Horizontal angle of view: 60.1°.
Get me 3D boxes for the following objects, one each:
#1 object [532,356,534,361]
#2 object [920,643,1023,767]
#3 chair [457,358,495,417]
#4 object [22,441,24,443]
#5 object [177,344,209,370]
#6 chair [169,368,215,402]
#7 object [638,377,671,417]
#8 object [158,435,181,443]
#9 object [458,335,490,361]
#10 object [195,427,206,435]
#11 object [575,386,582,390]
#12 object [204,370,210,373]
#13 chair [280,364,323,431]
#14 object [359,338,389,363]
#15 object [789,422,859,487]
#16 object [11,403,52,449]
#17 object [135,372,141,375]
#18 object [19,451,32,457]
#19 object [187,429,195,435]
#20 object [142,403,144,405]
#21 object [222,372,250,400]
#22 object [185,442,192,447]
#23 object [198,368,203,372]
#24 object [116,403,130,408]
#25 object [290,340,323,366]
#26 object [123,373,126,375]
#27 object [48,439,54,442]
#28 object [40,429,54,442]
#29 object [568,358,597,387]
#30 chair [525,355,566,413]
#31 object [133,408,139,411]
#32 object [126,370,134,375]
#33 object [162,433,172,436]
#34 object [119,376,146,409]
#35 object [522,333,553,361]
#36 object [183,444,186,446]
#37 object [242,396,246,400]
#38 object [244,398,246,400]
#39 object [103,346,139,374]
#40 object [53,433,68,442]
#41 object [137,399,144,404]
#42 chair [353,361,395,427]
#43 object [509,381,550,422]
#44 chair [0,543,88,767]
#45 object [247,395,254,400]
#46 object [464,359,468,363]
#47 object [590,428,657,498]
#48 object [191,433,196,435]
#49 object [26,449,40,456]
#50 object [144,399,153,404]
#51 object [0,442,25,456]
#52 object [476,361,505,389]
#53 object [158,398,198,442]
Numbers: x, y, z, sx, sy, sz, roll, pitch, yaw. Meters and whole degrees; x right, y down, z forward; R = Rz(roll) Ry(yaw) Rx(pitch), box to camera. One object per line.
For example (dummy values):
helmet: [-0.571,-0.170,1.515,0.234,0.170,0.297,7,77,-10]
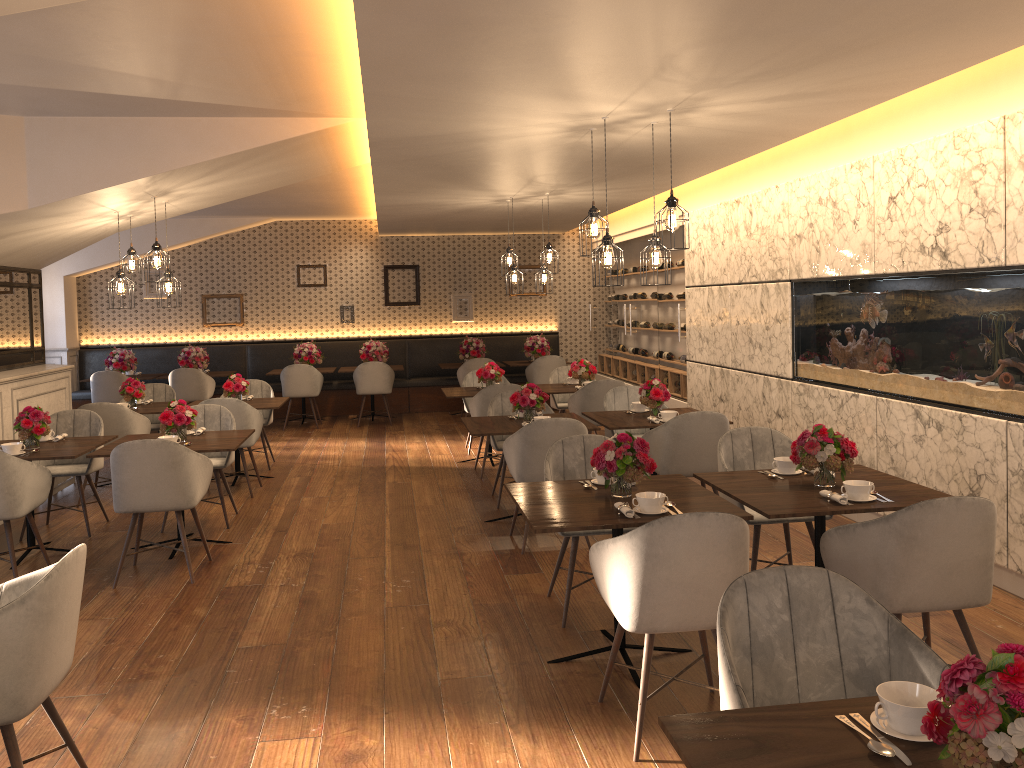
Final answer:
object: [0.358,-0.382,13.221,0.148,0.072,0.148,2,6,34]
object: [0.860,0.574,1.488,0.305,0.301,0.235,2,4,39]
chair: [-0.456,0.061,12.137,0.565,0.871,0.527,-2,3,-8]
object: [-3.387,0.396,6.156,0.043,0.015,0.198,-2,5,-12]
object: [-4.375,-0.337,12.164,0.420,0.424,0.406,-3,4,-20]
chair: [-4.208,0.207,11.608,0.565,0.871,0.527,-2,3,-8]
object: [1.079,0.092,6.640,0.234,0.301,0.306,-2,4,-6]
object: [-2.222,0.377,5.725,0.148,0.072,0.148,-5,6,-40]
object: [-0.566,-0.487,12.703,0.405,0.424,0.421,1,4,34]
object: [-2.230,0.338,6.339,0.056,0.039,0.176,-2,5,-8]
object: [0.662,0.037,8.780,0.056,0.039,0.176,-2,5,-8]
object: [-4.329,-0.183,12.561,0.056,0.039,0.176,-2,5,-8]
chair: [-2.807,0.152,11.806,0.565,0.871,0.527,-2,3,-8]
object: [-1.945,-0.432,12.496,0.420,0.424,0.406,-2,4,-6]
object: [1.437,0.318,4.090,0.305,0.301,0.235,-1,3,14]
object: [-3.175,0.276,5.841,0.234,0.301,0.305,-4,4,-33]
object: [-5.247,-0.147,12.432,0.056,0.039,0.176,-2,5,-8]
object: [-3.083,0.443,5.631,0.022,0.004,0.211,-2,5,-8]
object: [-2.343,0.325,6.322,0.148,0.072,0.148,-5,6,-40]
object: [-3.524,0.179,8.490,0.025,0.024,0.193,-2,5,-8]
object: [-2.573,0.036,8.281,0.234,0.301,0.306,-1,4,11]
object: [-2.120,0.400,5.760,0.043,0.015,0.198,-2,5,-4]
object: [-4.443,-0.196,12.544,0.148,0.072,0.148,2,6,39]
object: [-3.483,0.210,7.890,0.148,0.072,0.148,-5,6,-40]
object: [-2.881,-0.404,12.465,0.405,0.424,0.421,1,4,36]
object: [-5.239,-0.108,11.818,0.148,0.072,0.148,2,6,39]
object: [-3.198,0.383,6.193,0.025,0.024,0.193,-2,5,-8]
object: [-3.279,0.362,6.190,0.148,0.072,0.148,-5,6,-40]
object: [0.728,-0.125,9.091,0.305,0.301,0.235,-1,3,14]
chair: [0.494,0.024,12.271,0.565,0.871,0.527,-2,3,-8]
object: [-3.381,0.233,7.925,0.043,0.015,0.198,-2,5,-4]
object: [-5.360,-0.160,12.415,0.148,0.072,0.148,2,6,39]
object: [-2.452,0.360,6.288,0.043,0.015,0.198,-2,5,-12]
object: [-3.501,0.073,8.138,0.234,0.301,0.305,-4,4,-33]
object: [0.362,-0.524,12.845,0.405,0.424,0.421,1,4,36]
object: [-2.148,0.407,5.763,0.022,0.004,0.211,-2,5,-8]
object: [-2.669,0.121,8.619,0.148,0.072,0.148,-5,6,-40]
object: [-2.588,0.143,8.622,0.025,0.024,0.193,-2,5,-8]
object: [-5.314,-0.301,12.037,0.405,0.424,0.421,1,4,34]
object: [-3.166,0.374,6.207,0.056,0.039,0.176,-2,5,-8]
object: [-3.605,0.158,8.488,0.148,0.072,0.148,-5,6,-40]
chair: [-1.857,0.115,11.940,0.565,0.871,0.527,-2,3,-8]
object: [0.132,0.126,6.536,0.305,0.301,0.234,-4,4,-30]
chair: [-1.609,0.959,2.742,0.526,0.870,0.566,-2,3,-8]
object: [-2.556,0.134,8.636,0.056,0.039,0.176,-2,5,-8]
object: [-0.633,-0.344,13.081,0.148,0.072,0.148,2,6,39]
object: [0.493,0.353,3.986,0.305,0.301,0.235,0,4,25]
object: [-2.263,0.347,6.325,0.025,0.024,0.193,-2,5,-8]
object: [-3.055,0.437,5.628,0.043,0.015,0.198,-2,5,-4]
object: [-3.491,0.170,8.504,0.056,0.039,0.176,-2,5,-8]
object: [-3.158,0.414,5.593,0.148,0.072,0.148,-5,6,-40]
object: [-0.216,-0.091,8.990,0.305,0.301,0.234,-4,4,-30]
object: [-2.248,0.239,5.984,0.234,0.301,0.306,-1,4,11]
